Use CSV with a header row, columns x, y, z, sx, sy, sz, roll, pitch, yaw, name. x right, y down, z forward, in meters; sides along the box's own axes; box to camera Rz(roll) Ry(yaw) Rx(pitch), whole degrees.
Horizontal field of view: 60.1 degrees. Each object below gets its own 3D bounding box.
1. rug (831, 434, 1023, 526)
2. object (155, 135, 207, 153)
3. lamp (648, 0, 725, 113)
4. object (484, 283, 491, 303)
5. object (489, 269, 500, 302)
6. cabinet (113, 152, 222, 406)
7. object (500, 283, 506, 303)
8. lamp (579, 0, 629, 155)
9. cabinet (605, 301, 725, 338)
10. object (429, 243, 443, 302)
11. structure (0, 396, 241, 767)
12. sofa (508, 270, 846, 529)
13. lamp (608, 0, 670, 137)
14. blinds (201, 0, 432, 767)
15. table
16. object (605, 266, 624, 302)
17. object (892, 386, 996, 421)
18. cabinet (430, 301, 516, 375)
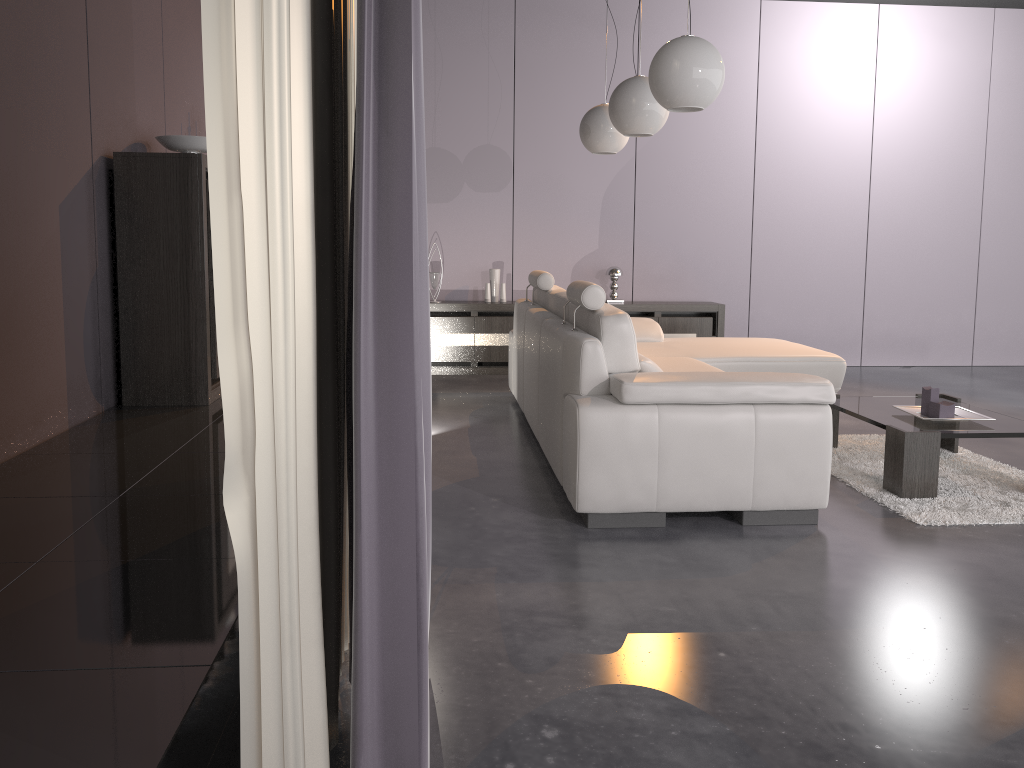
x,y,z,sx,sy,sz,roll,pitch,yaw,name
1.854,0.392,3.994,0.916,0.023,1.536,0,9,-5,rug
-1.537,-1.109,4.230,0.309,0.116,0.310,5,10,28,object
0.717,-1.822,3.552,0.307,1.407,0.307,-4,8,-37,lamp
-0.191,-0.720,6.987,0.051,0.151,0.051,-3,7,-26,object
-0.138,-0.788,7.072,0.089,0.262,0.089,-6,9,-43,object
-1.509,-0.521,4.296,0.411,1.069,1.078,0,8,-5,cabinet
-0.070,-0.720,6.997,0.051,0.151,0.051,-3,7,-26,object
0.565,-2.093,5.281,0.306,1.407,0.309,0,6,-2,lamp
1.135,-0.378,7.155,1.072,0.552,0.379,0,7,-5,cabinet
-0.606,-0.875,6.948,0.123,0.463,0.108,0,6,-4,object
-1.066,0.499,2.217,1.000,0.299,8.826,0,9,-5,structure
1.022,-0.128,4.567,1.868,0.854,2.879,0,9,-5,sofa
0.645,-1.955,4.399,0.306,1.407,0.309,0,6,-2,lamp
-0.272,-0.771,1.695,0.248,2.980,3.308,0,8,-5,blinds
1.863,0.253,3.994,0.700,0.269,0.911,0,9,-5,table
0.820,-0.802,7.110,0.140,0.282,0.141,0,7,-5,object
1.876,0.080,3.860,0.304,0.136,0.306,0,8,0,object
-0.307,-0.372,7.031,1.072,0.552,0.379,0,7,-5,cabinet
